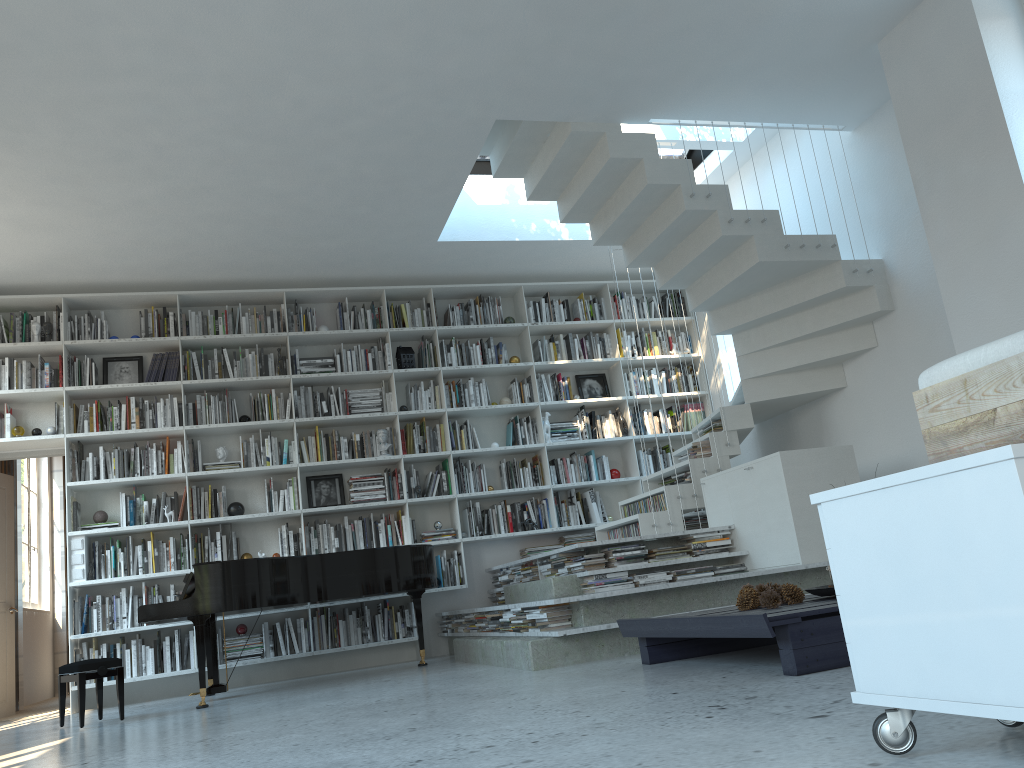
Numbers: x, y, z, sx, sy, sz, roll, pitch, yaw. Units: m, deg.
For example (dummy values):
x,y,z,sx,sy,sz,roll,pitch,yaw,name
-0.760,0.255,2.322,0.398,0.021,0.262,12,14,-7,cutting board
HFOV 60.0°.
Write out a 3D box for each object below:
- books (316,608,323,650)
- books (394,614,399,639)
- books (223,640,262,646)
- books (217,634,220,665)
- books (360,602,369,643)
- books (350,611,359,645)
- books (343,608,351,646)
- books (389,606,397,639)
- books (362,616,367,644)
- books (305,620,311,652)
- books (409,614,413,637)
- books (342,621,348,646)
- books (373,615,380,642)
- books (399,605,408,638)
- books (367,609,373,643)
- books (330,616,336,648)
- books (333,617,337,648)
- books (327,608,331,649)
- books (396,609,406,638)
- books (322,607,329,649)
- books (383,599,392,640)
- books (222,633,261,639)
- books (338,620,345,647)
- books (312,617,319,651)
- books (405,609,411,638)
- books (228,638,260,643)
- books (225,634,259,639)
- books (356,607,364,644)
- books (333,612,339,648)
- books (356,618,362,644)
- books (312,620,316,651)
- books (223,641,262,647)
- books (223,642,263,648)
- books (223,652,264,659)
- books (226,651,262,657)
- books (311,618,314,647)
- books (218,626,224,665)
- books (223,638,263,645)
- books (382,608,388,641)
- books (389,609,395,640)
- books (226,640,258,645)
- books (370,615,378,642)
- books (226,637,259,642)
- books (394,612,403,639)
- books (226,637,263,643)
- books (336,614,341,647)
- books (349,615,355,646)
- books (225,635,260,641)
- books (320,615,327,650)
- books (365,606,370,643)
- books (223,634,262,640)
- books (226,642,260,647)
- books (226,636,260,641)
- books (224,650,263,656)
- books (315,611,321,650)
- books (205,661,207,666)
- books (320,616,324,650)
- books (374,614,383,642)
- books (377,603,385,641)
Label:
x,y,z,sx,sy,sz,roll,pitch,yaw,name
-1.523,1.926,7.010,0.014,0.339,0.140,-4,-14,-18,books
-0.944,1.962,7.167,0.024,0.191,0.155,-4,-14,-18,books
-2.073,1.994,6.829,0.285,0.005,0.160,-3,-14,-18,books
-2.250,2.025,6.767,0.027,0.226,0.139,-4,-14,-18,books
-1.182,1.903,7.099,0.014,0.335,0.183,-4,-14,-18,books
-1.259,1.949,7.084,0.028,0.260,0.133,-4,-14,-18,books
-1.315,1.936,7.069,0.026,0.293,0.155,-4,-14,-18,books
-0.962,1.929,7.160,0.011,0.257,0.172,-4,-14,-18,books
-1.193,1.966,7.088,0.022,0.212,0.167,-4,-14,-18,books
-1.604,1.984,6.982,0.021,0.237,0.116,-4,-14,-18,books
-0.834,1.960,7.200,0.023,0.181,0.149,-4,-14,-18,books
-1.338,1.987,7.060,0.030,0.196,0.143,-4,-14,-18,books
-1.086,1.959,7.106,0.010,0.205,0.180,-4,-14,-18,books
-0.881,1.925,7.188,0.012,0.255,0.177,-4,-14,-18,books
-1.150,1.942,7.116,0.024,0.261,0.132,-4,-14,-18,books
-1.425,1.967,7.032,0.022,0.246,0.144,-4,-14,-18,books
-1.407,1.969,7.033,0.012,0.238,0.129,-4,-14,-18,books
-1.453,1.935,7.021,0.034,0.310,0.170,-4,-14,-18,books
-0.901,1.943,7.187,0.028,0.227,0.162,-4,-14,-18,books
-1.476,1.923,7.016,0.012,0.336,0.144,-4,-14,-18,books
-1.002,1.900,7.147,0.013,0.316,0.187,-4,-14,-18,books
-2.075,1.939,6.833,0.285,0.005,0.160,-5,-14,-13,books
-1.358,1.976,7.025,0.028,0.206,0.175,-4,-14,-18,books
-1.545,1.964,6.974,0.026,0.255,0.184,-4,-14,-18,books
-0.857,1.941,7.185,0.029,0.217,0.191,-4,-14,-18,books
-2.070,1.977,6.827,0.254,0.005,0.161,-4,-14,-14,books
-2.076,1.947,6.840,0.254,0.005,0.161,-4,-14,-16,books
-1.213,1.931,7.087,0.013,0.284,0.185,-4,-14,-18,books
-1.399,1.951,7.045,0.012,0.275,0.155,-4,-14,-18,books
-1.229,1.975,7.084,0.024,0.203,0.145,-4,-14,-18,books
-1.568,1.980,6.989,0.010,0.237,0.134,-4,-14,-18,books
-2.072,1.999,6.827,0.285,0.005,0.160,-4,-14,-17,books
-2.070,2.009,6.823,0.285,0.005,0.160,-3,-14,-19,books
-2.055,2.078,6.801,0.285,0.007,0.160,-5,-14,-13,books
-2.057,2.072,6.805,0.254,0.007,0.161,-2,-15,-21,books
-1.579,1.972,6.984,0.012,0.253,0.161,-4,-14,-18,books
-2.228,1.997,6.782,0.027,0.281,0.129,-4,-14,-18,books
-2.072,1.982,6.824,0.285,0.005,0.160,-2,-15,-21,books
-1.024,1.933,7.127,0.044,0.250,0.187,-4,-14,-18,books
-0.984,1.943,7.166,0.028,0.238,0.140,-4,-14,-18,books
-2.074,1.990,6.831,0.254,0.005,0.161,-3,-14,-17,books
-1.119,1.966,7.128,0.040,0.212,0.129,-4,-14,-18,books
-2.071,1.966,6.827,0.254,0.005,0.161,-2,-15,-22,books
-0.920,1.952,7.166,0.022,0.204,0.191,-4,-14,-18,books
-2.072,1.972,6.830,0.285,0.005,0.160,-3,-14,-20,books
-1.386,1.961,7.047,0.012,0.254,0.151,-4,-14,-18,books
-1.285,1.964,7.073,0.030,0.234,0.138,-4,-14,-18,books
-2.076,1.958,6.840,0.254,0.005,0.161,-3,-14,-17,books
-1.491,1.962,7.012,0.025,0.263,0.145,-4,-14,-18,books
-1.166,1.926,7.099,0.014,0.287,0.185,-4,-14,-18,books
-2.076,1.953,6.841,0.285,0.005,0.160,-3,-14,-17,books
-2.071,2.005,6.826,0.254,0.005,0.161,-3,-14,-18,books
-2.075,1.963,6.838,0.254,0.005,0.161,-3,-14,-17,books
-2.059,2.066,6.811,0.285,0.007,0.160,-4,-14,-16,books
-1.529,1.942,6.986,0.014,0.300,0.185,-4,-14,-18,books
-2.305,2.048,6.738,0.053,0.183,0.148,-4,-14,-18,books
-1.510,1.968,7.016,0.010,0.258,0.131,-4,-14,-18,books
-1.069,1.957,7.116,0.029,0.209,0.171,-4,-14,-18,books
-1.055,1.917,7.133,0.011,0.292,0.184,-4,-14,-18,books
